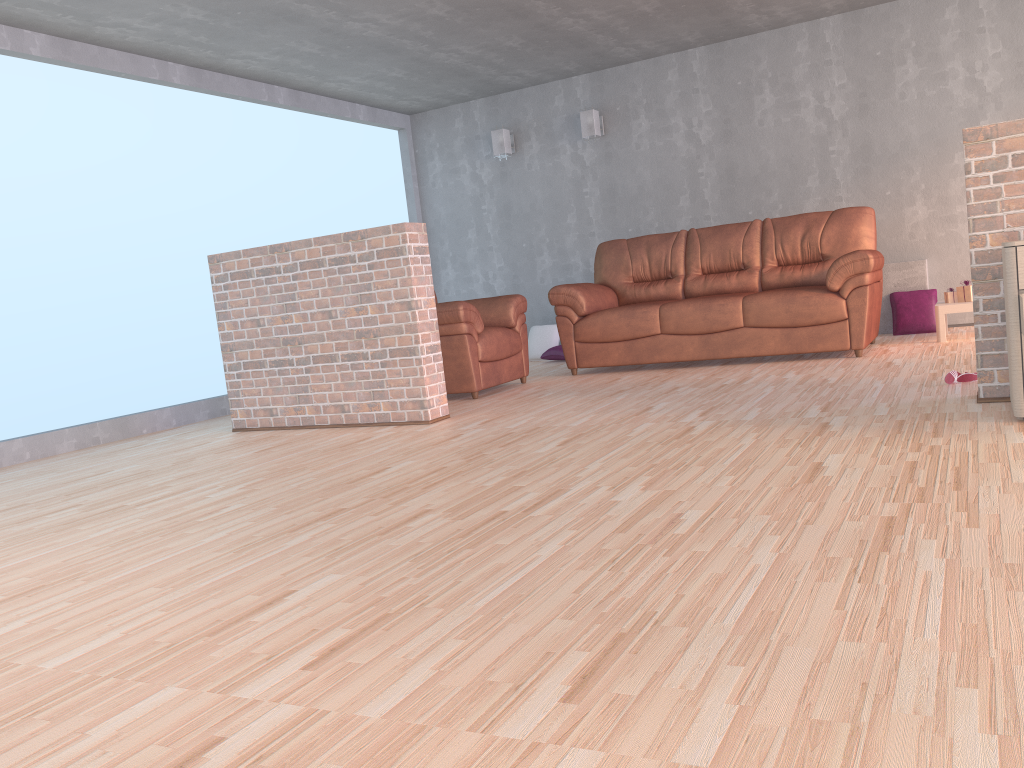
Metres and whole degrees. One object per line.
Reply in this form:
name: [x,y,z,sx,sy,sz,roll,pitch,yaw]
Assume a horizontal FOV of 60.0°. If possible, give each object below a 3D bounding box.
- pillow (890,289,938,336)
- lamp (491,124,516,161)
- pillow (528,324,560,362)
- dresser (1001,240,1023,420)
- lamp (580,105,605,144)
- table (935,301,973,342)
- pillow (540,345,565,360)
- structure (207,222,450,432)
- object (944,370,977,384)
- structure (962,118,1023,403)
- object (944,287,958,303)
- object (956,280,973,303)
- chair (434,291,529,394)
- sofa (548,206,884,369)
pillow: [3.005,-0.533,6.614,0.327,0.326,0.241,-4,6,22]
lamp: [-0.087,-2.217,8.157,0.165,0.319,0.168,-3,7,28]
pillow: [0.284,-0.371,8.088,0.327,0.326,0.241,-3,7,32]
dresser: [2.465,-0.227,2.678,1.686,0.612,0.605,-3,7,28]
lamp: [0.694,-2.265,7.747,0.165,0.319,0.177,-3,7,28]
table: [3.132,-0.440,5.900,0.548,0.241,0.548,-3,7,28]
pillow: [0.486,-0.285,7.823,0.365,0.130,0.392,-12,8,-41]
structure: [-1.069,-0.287,5.037,1.422,1.057,0.211,-3,7,28]
object: [2.037,-0.034,4.009,0.192,0.066,0.078,-9,6,-26]
structure: [2.435,-0.499,3.177,1.422,1.057,0.211,-3,7,28]
object: [2.984,-0.600,5.952,0.152,0.105,0.080,-7,6,-3]
object: [3.008,-0.617,5.855,0.102,0.147,0.099,-10,7,-33]
chair: [-0.489,-0.409,6.046,0.936,0.879,0.970,-4,6,27]
sofa: [1.437,-0.674,6.262,2.202,0.923,0.981,-3,7,28]
